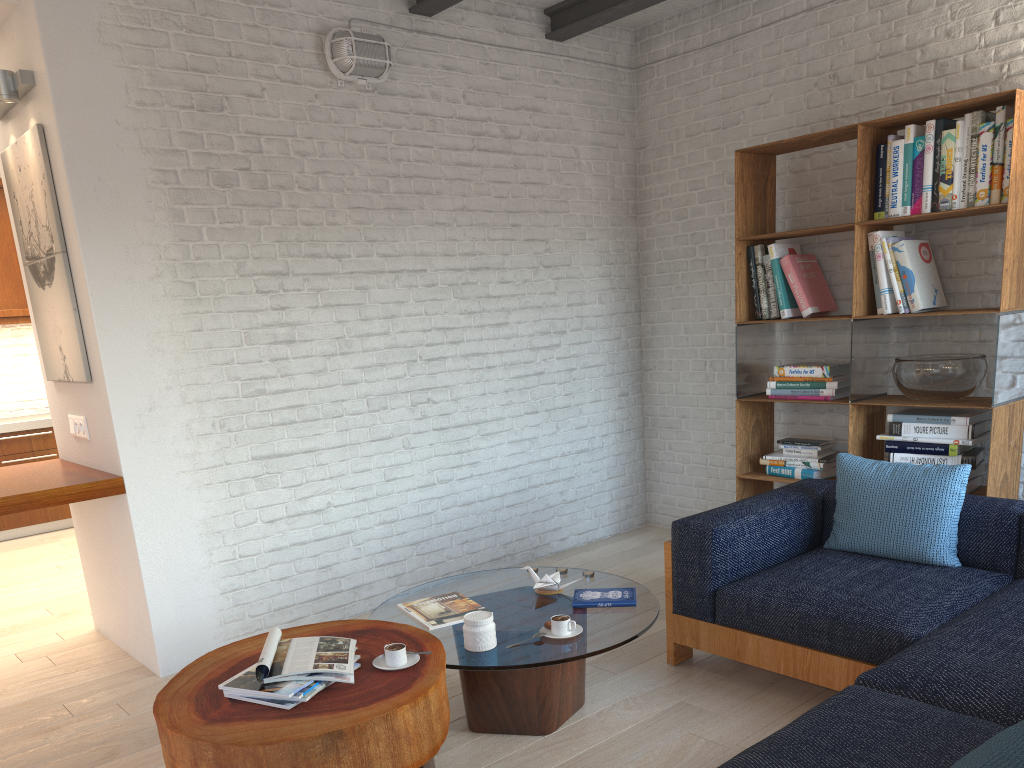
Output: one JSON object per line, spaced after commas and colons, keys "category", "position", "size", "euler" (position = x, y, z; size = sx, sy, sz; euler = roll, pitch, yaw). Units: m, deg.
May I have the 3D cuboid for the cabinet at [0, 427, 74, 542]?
{"category": "cabinet", "position": [-2.546, -0.297, 6.649], "size": [4.787, 2.935, 2.185], "euler": [-2, 11, 14]}

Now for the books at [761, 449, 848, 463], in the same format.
{"category": "books", "position": [1.580, 0.388, 4.711], "size": [0.377, 0.019, 0.238], "euler": [0, 6, 42]}

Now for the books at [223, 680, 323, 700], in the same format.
{"category": "books", "position": [-0.663, 0.866, 2.616], "size": [0.253, 0.011, 0.308], "euler": [-3, 5, 19]}

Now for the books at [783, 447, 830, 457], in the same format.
{"category": "books", "position": [1.595, 0.360, 4.720], "size": [0.130, 0.035, 0.203], "euler": [-9, 7, -40]}

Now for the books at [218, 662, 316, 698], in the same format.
{"category": "books", "position": [-0.670, 0.856, 2.609], "size": [0.252, 0.011, 0.308], "euler": [-2, 5, 24]}

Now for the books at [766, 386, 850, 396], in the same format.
{"category": "books", "position": [1.573, 0.030, 4.596], "size": [0.376, 0.038, 0.239], "euler": [1, 7, 44]}

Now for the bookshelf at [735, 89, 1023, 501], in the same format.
{"category": "bookshelf", "position": [1.771, -0.090, 4.316], "size": [0.357, 2.279, 1.296], "euler": [-16, 17, -40]}

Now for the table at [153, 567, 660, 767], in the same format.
{"category": "table", "position": [-0.292, 1.064, 3.079], "size": [1.801, 0.462, 1.060], "euler": [-8, 7, -34]}

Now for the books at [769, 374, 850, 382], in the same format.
{"category": "books", "position": [1.584, -0.037, 4.581], "size": [0.266, 0.021, 0.352], "euler": [-9, 6, -42]}

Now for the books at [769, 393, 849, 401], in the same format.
{"category": "books", "position": [1.586, 0.058, 4.601], "size": [0.267, 0.021, 0.351], "euler": [-8, 6, -40]}

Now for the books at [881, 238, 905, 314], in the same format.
{"category": "books", "position": [1.855, -0.512, 4.109], "size": [0.266, 0.361, 0.122], "euler": [-13, 16, -39]}

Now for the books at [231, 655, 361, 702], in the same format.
{"category": "books", "position": [-0.644, 0.875, 2.626], "size": [0.253, 0.011, 0.308], "euler": [-3, 5, 19]}

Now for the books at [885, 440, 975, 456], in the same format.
{"category": "books", "position": [2.000, 0.289, 4.172], "size": [0.323, 0.057, 0.249], "euler": [1, 7, 44]}

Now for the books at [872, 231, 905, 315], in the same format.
{"category": "books", "position": [1.812, -0.529, 4.138], "size": [0.239, 0.397, 0.101], "euler": [-14, 17, -38]}

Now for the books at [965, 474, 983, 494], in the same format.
{"category": "books", "position": [2.030, 0.470, 4.211], "size": [0.376, 0.067, 0.239], "euler": [1, 7, 44]}

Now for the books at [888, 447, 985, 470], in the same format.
{"category": "books", "position": [2.031, 0.349, 4.175], "size": [0.378, 0.067, 0.238], "euler": [0, 7, 36]}

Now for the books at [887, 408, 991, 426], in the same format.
{"category": "books", "position": [2.024, 0.154, 4.139], "size": [0.239, 0.038, 0.375], "euler": [-8, 6, -40]}

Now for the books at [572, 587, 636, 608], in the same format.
{"category": "books", "position": [0.345, 0.796, 3.243], "size": [0.232, 0.023, 0.157], "euler": [-4, 5, 8]}

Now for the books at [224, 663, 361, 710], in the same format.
{"category": "books", "position": [-0.654, 0.887, 2.617], "size": [0.252, 0.011, 0.309], "euler": [-2, 5, 29]}

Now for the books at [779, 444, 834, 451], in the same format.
{"category": "books", "position": [1.594, 0.332, 4.722], "size": [0.234, 0.019, 0.167], "euler": [0, 7, 42]}

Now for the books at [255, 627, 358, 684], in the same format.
{"category": "books", "position": [-0.619, 0.834, 2.663], "size": [0.272, 0.113, 0.313], "euler": [-5, 6, -8]}

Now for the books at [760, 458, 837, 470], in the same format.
{"category": "books", "position": [1.579, 0.415, 4.736], "size": [0.239, 0.038, 0.375], "euler": [-8, 6, -40]}

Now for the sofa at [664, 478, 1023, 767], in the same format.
{"category": "sofa", "position": [0.597, 0.958, 2.217], "size": [3.874, 0.683, 2.054], "euler": [-8, 7, -39]}

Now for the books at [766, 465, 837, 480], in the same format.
{"category": "books", "position": [1.589, 0.462, 4.727], "size": [0.251, 0.057, 0.321], "euler": [-7, 6, -30]}

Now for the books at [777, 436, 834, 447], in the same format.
{"category": "books", "position": [1.583, 0.308, 4.696], "size": [0.159, 0.018, 0.249], "euler": [-8, 6, -40]}

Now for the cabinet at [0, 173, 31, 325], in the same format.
{"category": "cabinet", "position": [-3.702, -1.112, 7.136], "size": [3.278, 1.206, 0.453], "euler": [-9, 13, -39]}

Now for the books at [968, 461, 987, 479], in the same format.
{"category": "books", "position": [2.040, 0.407, 4.209], "size": [0.277, 0.057, 0.357], "euler": [-8, 6, -38]}

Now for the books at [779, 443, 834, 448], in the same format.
{"category": "books", "position": [1.592, 0.320, 4.709], "size": [0.153, 0.008, 0.240], "euler": [-8, 6, -40]}

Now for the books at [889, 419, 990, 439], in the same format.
{"category": "books", "position": [2.034, 0.204, 4.152], "size": [0.376, 0.067, 0.239], "euler": [1, 7, 43]}

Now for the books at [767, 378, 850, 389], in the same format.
{"category": "books", "position": [1.572, -0.006, 4.574], "size": [0.376, 0.038, 0.238], "euler": [0, 7, 43]}

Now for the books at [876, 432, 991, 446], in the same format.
{"category": "books", "position": [2.018, 0.249, 4.158], "size": [0.267, 0.021, 0.439], "euler": [-8, 6, -40]}

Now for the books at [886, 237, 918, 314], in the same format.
{"category": "books", "position": [1.876, -0.513, 4.098], "size": [0.266, 0.361, 0.122], "euler": [-13, 16, -39]}

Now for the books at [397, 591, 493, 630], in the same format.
{"category": "books", "position": [-0.255, 0.844, 3.262], "size": [0.249, 0.011, 0.312], "euler": [-7, 5, -27]}

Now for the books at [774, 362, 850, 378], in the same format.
{"category": "books", "position": [1.585, -0.075, 4.563], "size": [0.250, 0.057, 0.322], "euler": [-8, 7, -38]}
